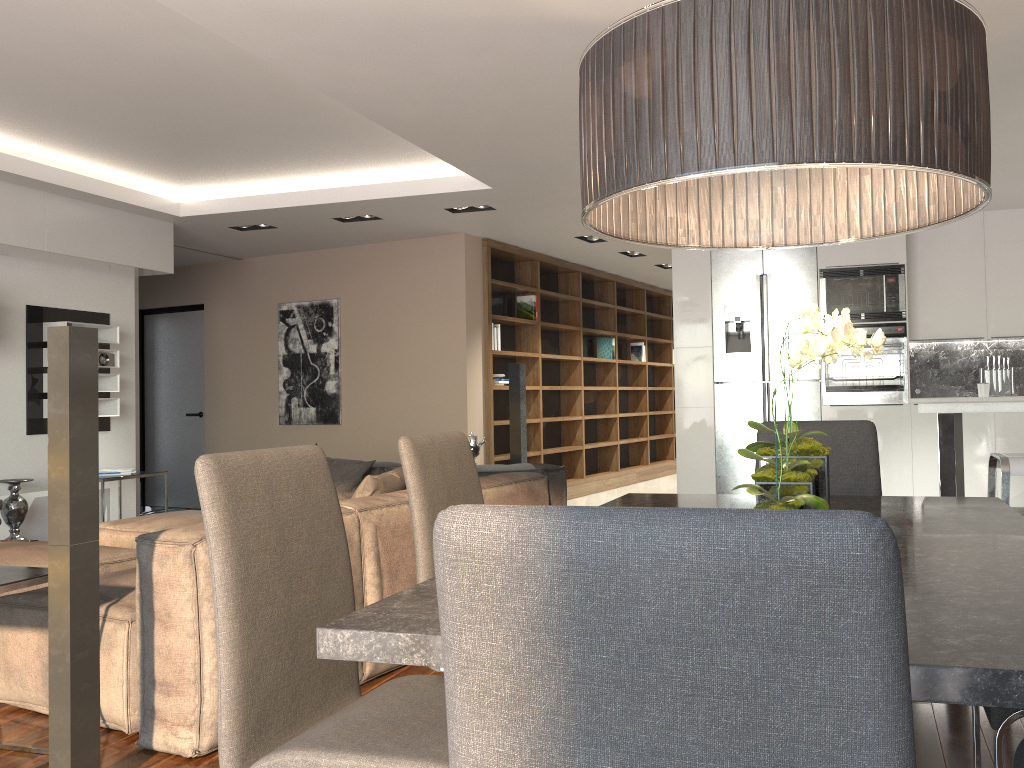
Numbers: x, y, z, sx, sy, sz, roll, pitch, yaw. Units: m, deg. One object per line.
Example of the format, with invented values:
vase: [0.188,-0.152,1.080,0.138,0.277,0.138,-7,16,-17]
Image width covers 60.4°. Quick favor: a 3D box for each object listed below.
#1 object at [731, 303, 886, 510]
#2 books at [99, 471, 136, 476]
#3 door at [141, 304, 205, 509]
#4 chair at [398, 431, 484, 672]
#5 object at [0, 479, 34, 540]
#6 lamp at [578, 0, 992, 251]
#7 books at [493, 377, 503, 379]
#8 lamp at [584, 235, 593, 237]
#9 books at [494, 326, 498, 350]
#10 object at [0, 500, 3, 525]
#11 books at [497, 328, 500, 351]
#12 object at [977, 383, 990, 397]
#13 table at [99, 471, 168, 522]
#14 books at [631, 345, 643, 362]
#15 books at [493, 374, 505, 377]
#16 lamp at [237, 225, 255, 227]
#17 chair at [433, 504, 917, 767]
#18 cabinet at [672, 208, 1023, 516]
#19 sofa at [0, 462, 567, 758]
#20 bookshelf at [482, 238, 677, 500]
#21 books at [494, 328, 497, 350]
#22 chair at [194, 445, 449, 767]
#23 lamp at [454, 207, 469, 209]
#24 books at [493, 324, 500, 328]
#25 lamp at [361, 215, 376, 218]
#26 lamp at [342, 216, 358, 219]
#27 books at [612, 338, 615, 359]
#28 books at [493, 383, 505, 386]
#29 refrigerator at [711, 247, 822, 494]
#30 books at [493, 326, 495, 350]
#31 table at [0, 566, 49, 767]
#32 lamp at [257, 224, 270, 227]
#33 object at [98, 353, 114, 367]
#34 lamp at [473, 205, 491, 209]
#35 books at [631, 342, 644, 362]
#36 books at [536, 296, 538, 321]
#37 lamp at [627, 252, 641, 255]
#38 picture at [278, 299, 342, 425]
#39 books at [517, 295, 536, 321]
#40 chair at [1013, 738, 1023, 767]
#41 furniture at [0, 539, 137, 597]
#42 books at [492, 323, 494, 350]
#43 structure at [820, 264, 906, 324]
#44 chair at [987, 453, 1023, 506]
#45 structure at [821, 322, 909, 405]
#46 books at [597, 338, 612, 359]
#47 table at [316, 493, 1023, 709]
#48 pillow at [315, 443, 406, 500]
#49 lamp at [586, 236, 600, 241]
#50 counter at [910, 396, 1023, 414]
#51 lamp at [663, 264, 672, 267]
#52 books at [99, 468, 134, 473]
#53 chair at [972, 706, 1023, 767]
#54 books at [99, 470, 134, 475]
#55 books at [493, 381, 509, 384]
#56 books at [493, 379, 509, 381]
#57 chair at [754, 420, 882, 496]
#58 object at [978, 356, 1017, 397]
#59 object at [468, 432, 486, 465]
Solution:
object: [0.629,0.059,1.845,0.302,0.501,0.590,-1,-1,17]
books: [-2.941,0.656,6.417,0.329,0.011,0.244,-1,-1,-17]
door: [-3.502,0.239,9.186,0.956,2.093,0.161,-2,-2,27]
chair: [0.047,0.608,2.286,0.554,0.965,0.441,-1,-1,18]
object: [-3.270,0.869,5.779,0.216,0.482,0.223,-1,-1,13]
lamp: [0.531,-0.889,1.806,0.761,1.103,0.846,-2,-2,43]
books: [-0.202,-0.055,8.150,0.141,0.023,0.230,-2,-1,26]
lamp: [0.673,-1.364,7.935,0.185,0.077,0.169,-1,-1,-26]
books: [-0.199,-0.413,8.045,0.145,0.222,0.024,-2,-2,27]
object: [-3.278,0.920,5.546,0.120,0.372,0.125,-1,-1,13]
books: [-0.180,-0.406,8.060,0.148,0.205,0.021,-2,-2,27]
object: [3.817,0.047,7.120,0.095,0.117,0.088,0,-1,-22]
table: [-2.923,0.943,6.426,0.436,0.563,0.620,-1,-1,20]
books: [1.579,-0.383,11.125,0.148,0.205,0.023,-2,-2,27]
books: [-0.147,-0.078,8.150,0.156,0.020,0.204,-1,-1,0]
lamp: [-2.199,-1.321,7.219,0.170,0.077,0.184,-2,-1,25]
chair: [0.216,0.580,0.930,0.414,0.965,0.590,-1,-1,20]
cabinet: [2.375,-0.170,4.170,4.306,2.501,7.143,-2,-1,20]
sofa: [-1.407,0.801,4.268,2.613,0.704,2.598,-2,-1,29]
bookshelf: [1.373,-0.026,10.823,0.277,2.491,6.846,-2,-1,30]
books: [-0.208,-0.406,7.990,0.148,0.205,0.021,-2,-2,27]
chair: [-0.219,0.601,1.613,0.554,0.965,0.441,-1,-1,18]
lamp: [-0.399,-1.366,6.689,0.170,0.077,0.184,-2,-1,25]
books: [-0.186,-0.423,8.085,0.167,0.244,0.020,-2,-2,27]
lamp: [-1.136,-1.348,6.906,0.173,0.077,0.181,-1,-1,14]
lamp: [-1.304,-1.344,6.956,0.170,0.077,0.184,-2,-1,25]
books: [1.115,-0.409,10.323,0.185,0.245,0.029,-2,-2,27]
books: [-0.146,0.008,8.149,0.156,0.022,0.204,-1,-1,0]
refrigerator: [2.216,-0.026,7.573,0.846,2.343,0.602,-1,-2,18]
books: [-0.227,-0.413,7.975,0.145,0.222,0.024,-2,-2,27]
table: [-1.699,0.848,2.537,0.582,0.563,0.465,-1,-1,18]
lamp: [-2.031,-1.326,7.170,0.173,0.077,0.181,-1,-1,14]
object: [-3.078,-0.179,6.411,0.070,0.094,0.372,-2,-1,21]
lamp: [-0.231,-1.370,6.640,0.182,0.077,0.171,-1,-1,-16]
books: [1.587,-0.401,11.145,0.167,0.244,0.020,-2,-2,27]
books: [0.172,-0.744,8.706,0.170,0.251,0.025,-2,-2,27]
lamp: [1.265,-1.356,8.978,0.185,0.077,0.169,-1,-1,-25]
picture: [-1.916,-0.200,8.306,0.720,1.165,0.030,-2,-2,27]
books: [0.142,-0.742,8.656,0.184,0.248,0.045,-2,-2,27]
chair: [1.048,0.570,1.240,0.554,0.965,0.441,-1,-1,18]
furniture: [-2.360,0.941,3.848,1.045,0.440,1.147,-2,-1,29]
books: [-0.246,-0.424,7.934,0.167,0.244,0.020,-2,-2,27]
structure: [2.946,-0.720,7.402,0.640,0.450,0.632,-1,-1,19]
chair: [2.046,0.672,3.370,0.407,0.800,0.444,-1,-1,19]
structure: [2.938,-0.156,7.342,0.644,0.651,0.670,-1,-1,19]
books: [1.086,-0.416,10.313,0.192,0.260,0.015,-2,-2,27]
table: [0.541,0.692,1.756,1.007,0.760,1.654,-2,-1,20]
pillow: [-0.771,0.540,4.504,1.093,0.431,2.029,-1,-1,-17]
lamp: [0.766,-1.363,8.098,0.185,0.077,0.169,-1,-1,-25]
counter: [3.746,0.095,5.310,2.607,0.041,4.160,-1,-1,20]
lamp: [1.765,-1.350,9.855,0.169,0.077,0.185,-2,-1,29]
books: [-2.951,0.635,6.427,0.331,0.011,0.243,-1,-1,-22]
chair: [1.314,0.577,1.913,0.554,0.965,0.441,-1,-1,18]
books: [-2.942,0.646,6.426,0.333,0.011,0.241,-1,-1,-27]
books: [-0.150,-0.013,8.130,0.169,0.019,0.252,-1,-1,20]
books: [-0.155,-0.034,8.137,0.155,0.023,0.242,-2,-1,30]
chair: [0.884,0.597,2.559,0.414,0.965,0.590,-1,-1,20]
object: [3.954,-0.063,7.171,0.280,0.336,0.062,-2,-2,21]
object: [-0.257,0.451,5.613,0.291,0.288,0.278,-1,-1,-11]
